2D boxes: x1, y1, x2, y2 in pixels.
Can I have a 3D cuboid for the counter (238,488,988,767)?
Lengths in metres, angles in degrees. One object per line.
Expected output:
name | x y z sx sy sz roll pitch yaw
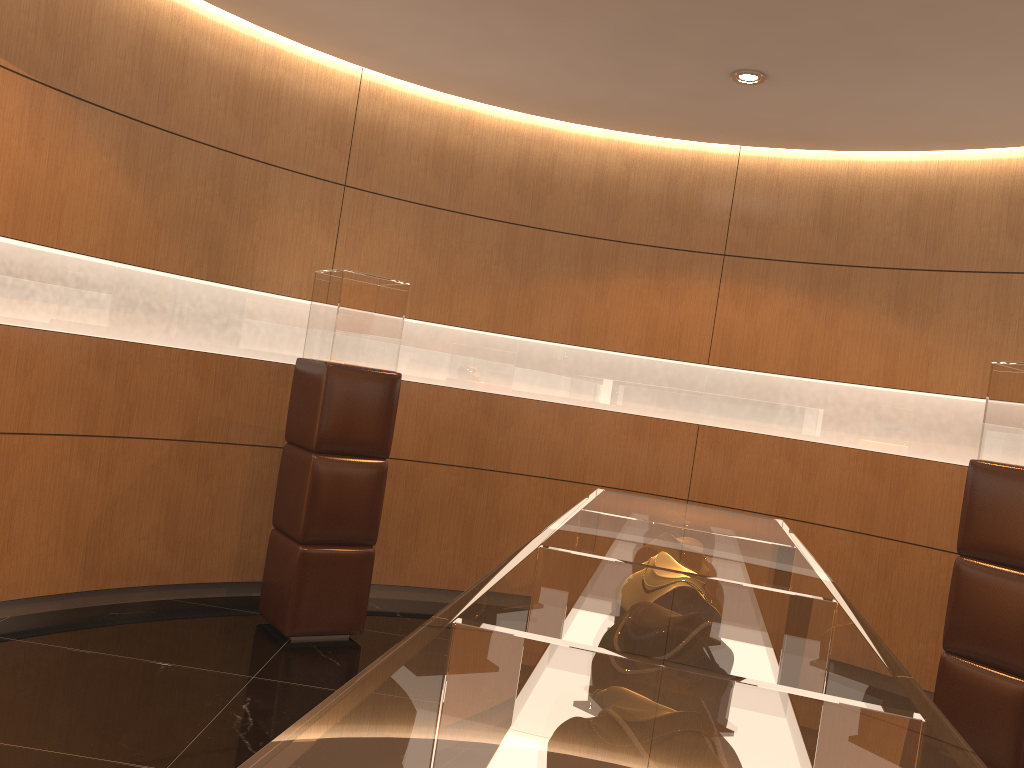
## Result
counter | 0.235 0.930 1.662 0.615 1.173 2.514 9 0 12

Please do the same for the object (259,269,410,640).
object | -0.990 0.386 4.974 0.484 2.000 0.498 9 0 -35

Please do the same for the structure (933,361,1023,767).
structure | 2.531 0.913 4.392 0.484 2.000 0.498 9 0 -34
